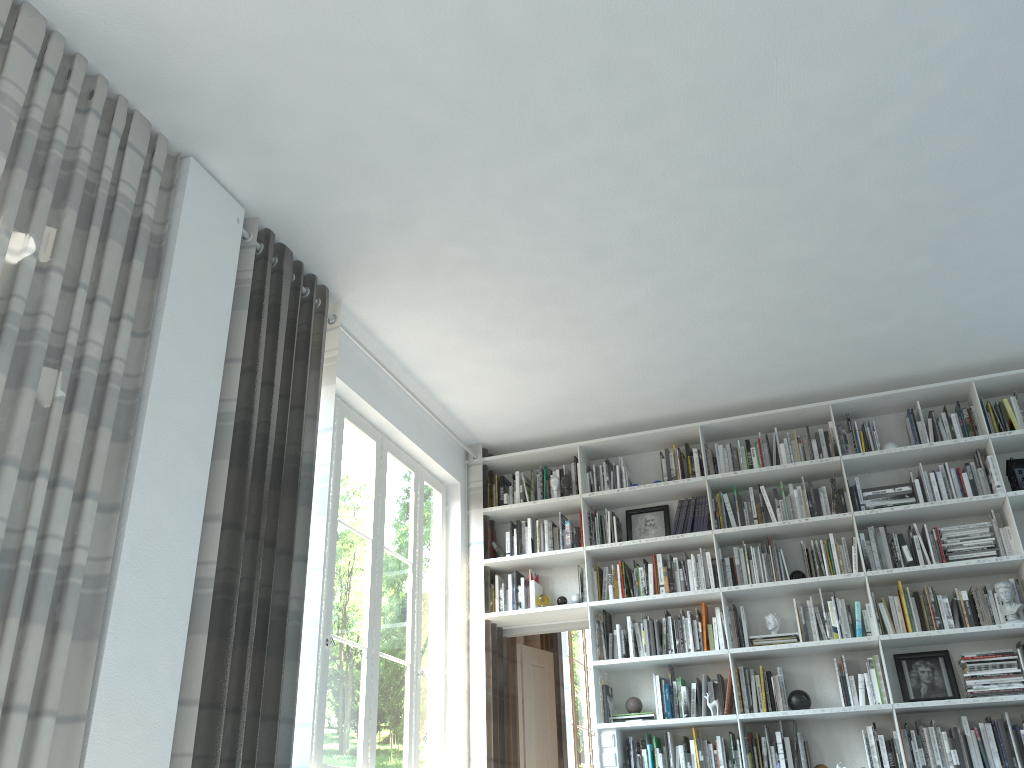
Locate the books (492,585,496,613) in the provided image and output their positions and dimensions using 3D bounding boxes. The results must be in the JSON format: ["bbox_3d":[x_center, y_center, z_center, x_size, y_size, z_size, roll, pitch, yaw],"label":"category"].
[{"bbox_3d":[-0.102,1.509,6.100,0.013,0.221,0.163,-10,-28,17],"label":"books"}]

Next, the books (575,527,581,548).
[{"bbox_3d":[0.471,1.091,6.083,0.026,0.187,0.155,-10,-28,17],"label":"books"}]

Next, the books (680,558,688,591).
[{"bbox_3d":[1.133,1.268,5.746,0.035,0.259,0.131,-10,-28,17],"label":"books"}]

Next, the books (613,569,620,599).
[{"bbox_3d":[0.710,1.353,5.854,0.030,0.228,0.173,-10,-28,17],"label":"books"}]

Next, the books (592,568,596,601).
[{"bbox_3d":[0.570,1.375,5.915,0.012,0.253,0.161,-10,-28,17],"label":"books"}]

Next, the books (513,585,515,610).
[{"bbox_3d":[0.043,1.497,6.077,0.023,0.213,0.141,-10,-28,17],"label":"books"}]

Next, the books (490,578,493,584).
[{"bbox_3d":[-0.130,1.486,6.108,0.011,0.271,0.189,-10,-28,17],"label":"books"}]

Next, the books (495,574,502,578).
[{"bbox_3d":[-0.083,1.480,6.133,0.013,0.301,0.135,-10,-28,17],"label":"books"}]

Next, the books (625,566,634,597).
[{"bbox_3d":[0.791,1.333,5.842,0.047,0.248,0.134,-10,-28,17],"label":"books"}]

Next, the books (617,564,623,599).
[{"bbox_3d":[0.731,1.338,5.851,0.014,0.251,0.188,-10,-28,17],"label":"books"}]

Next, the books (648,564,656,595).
[{"bbox_3d":[0.924,1.312,5.797,0.047,0.237,0.163,-10,-28,17],"label":"books"}]

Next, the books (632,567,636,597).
[{"bbox_3d":[0.821,1.339,5.833,0.012,0.229,0.150,-10,-28,17],"label":"books"}]

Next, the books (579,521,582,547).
[{"bbox_3d":[0.494,1.073,6.100,0.014,0.234,0.144,-10,-28,17],"label":"books"}]

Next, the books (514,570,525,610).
[{"bbox_3d":[0.056,1.439,6.055,0.013,0.295,0.188,-10,-28,17],"label":"books"}]

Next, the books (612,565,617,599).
[{"bbox_3d":[0.692,1.344,5.871,0.010,0.261,0.151,-10,-28,17],"label":"books"}]

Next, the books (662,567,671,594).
[{"bbox_3d":[1.015,1.302,5.736,0.029,0.194,0.193,-10,-28,17],"label":"books"}]

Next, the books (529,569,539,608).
[{"bbox_3d":[0.153,1.428,6.041,0.013,0.297,0.179,-10,-28,17],"label":"books"}]

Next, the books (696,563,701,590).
[{"bbox_3d":[1.213,1.272,5.700,0.013,0.205,0.173,-10,-28,17],"label":"books"}]

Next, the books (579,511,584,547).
[{"bbox_3d":[0.502,1.039,6.099,0.014,0.292,0.173,-10,-28,17],"label":"books"}]

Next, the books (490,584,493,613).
[{"bbox_3d":[-0.115,1.508,6.104,0.013,0.227,0.180,-10,-28,17],"label":"books"}]

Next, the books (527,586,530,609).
[{"bbox_3d":[0.142,1.488,6.040,0.029,0.190,0.135,-10,-28,17],"label":"books"}]

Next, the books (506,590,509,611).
[{"bbox_3d":[-0.003,1.519,6.085,0.029,0.184,0.135,-10,-28,17],"label":"books"}]

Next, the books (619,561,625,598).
[{"bbox_3d":[0.747,1.325,5.856,0.020,0.279,0.165,-10,-28,17],"label":"books"}]

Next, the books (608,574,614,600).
[{"bbox_3d":[0.671,1.370,5.847,0.026,0.194,0.176,-10,-28,17],"label":"books"}]

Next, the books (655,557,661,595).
[{"bbox_3d":[0.964,1.282,5.777,0.023,0.270,0.187,-10,-28,17],"label":"books"}]

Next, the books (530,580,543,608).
[{"bbox_3d":[0.170,1.457,6.004,0.029,0.210,0.188,-10,-28,17],"label":"books"}]

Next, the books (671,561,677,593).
[{"bbox_3d":[1.064,1.284,5.744,0.013,0.231,0.172,-10,-28,17],"label":"books"}]

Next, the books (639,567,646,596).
[{"bbox_3d":[0.872,1.327,5.799,0.031,0.216,0.173,-10,-28,17],"label":"books"}]

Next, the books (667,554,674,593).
[{"bbox_3d":[1.049,1.269,5.771,0.025,0.284,0.162,-10,-28,17],"label":"books"}]

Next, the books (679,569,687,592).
[{"bbox_3d":[1.111,1.302,5.731,0.022,0.185,0.137,-10,-28,17],"label":"books"}]

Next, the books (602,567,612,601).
[{"bbox_3d":[0.636,1.360,5.894,0.062,0.257,0.153,-10,-28,17],"label":"books"}]

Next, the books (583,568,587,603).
[{"bbox_3d":[0.509,1.384,5.945,0.044,0.267,0.134,-10,-28,17],"label":"books"}]

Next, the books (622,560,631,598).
[{"bbox_3d":[0.758,1.319,5.842,0.011,0.276,0.165,-10,-28,17],"label":"books"}]

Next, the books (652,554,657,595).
[{"bbox_3d":[0.953,1.279,5.805,0.014,0.302,0.152,-10,-28,17],"label":"books"}]

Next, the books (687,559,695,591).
[{"bbox_3d":[1.167,1.263,5.708,0.030,0.229,0.173,-10,-28,17],"label":"books"}]

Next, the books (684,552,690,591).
[{"bbox_3d":[1.148,1.247,5.729,0.012,0.279,0.189,-10,-28,17],"label":"books"}]

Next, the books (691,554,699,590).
[{"bbox_3d":[1.191,1.244,5.707,0.022,0.262,0.175,-10,-28,17],"label":"books"}]

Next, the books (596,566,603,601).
[{"bbox_3d":[0.596,1.358,5.893,0.012,0.262,0.181,-10,-28,17],"label":"books"}]

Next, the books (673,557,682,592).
[{"bbox_3d":[1.087,1.274,5.757,0.029,0.259,0.158,-10,-28,17],"label":"books"}]

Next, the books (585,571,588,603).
[{"bbox_3d":[0.532,1.375,5.880,0.021,0.223,0.232,-10,-28,17],"label":"books"}]

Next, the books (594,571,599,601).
[{"bbox_3d":[0.583,1.378,5.898,0.022,0.231,0.152,-10,-28,17],"label":"books"}]

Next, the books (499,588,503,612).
[{"bbox_3d":[-0.045,1.513,6.084,0.029,0.196,0.161,-10,-28,17],"label":"books"}]

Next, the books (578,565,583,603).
[{"bbox_3d":[0.475,1.373,5.939,0.012,0.283,0.160,-10,-28,17],"label":"books"}]

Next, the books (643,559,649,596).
[{"bbox_3d":[0.893,1.301,5.809,0.014,0.271,0.181,-10,-28,17],"label":"books"}]

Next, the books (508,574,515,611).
[{"bbox_3d":[0.014,1.464,6.085,0.022,0.280,0.157,-10,-28,17],"label":"books"}]

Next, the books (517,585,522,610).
[{"bbox_3d":[0.079,1.488,6.038,0.024,0.192,0.181,-10,-28,17],"label":"books"}]

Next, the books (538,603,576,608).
[{"bbox_3d":[0.334,1.504,5.941,0.285,0.012,0.160,-12,-29,19],"label":"books"}]

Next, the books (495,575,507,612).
[{"bbox_3d":[-0.073,1.477,6.104,0.023,0.280,0.171,-10,-28,17],"label":"books"}]

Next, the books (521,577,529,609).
[{"bbox_3d":[0.104,1.454,6.023,0.021,0.235,0.189,-10,-28,17],"label":"books"}]

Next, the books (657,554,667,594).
[{"bbox_3d":[0.987,1.269,5.768,0.030,0.284,0.186,-10,-28,17],"label":"books"}]

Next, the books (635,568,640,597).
[{"bbox_3d":[0.840,1.333,5.809,0.014,0.217,0.165,-10,-28,17],"label":"books"}]

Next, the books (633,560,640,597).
[{"bbox_3d":[0.830,1.314,5.837,0.012,0.276,0.151,-10,-28,17],"label":"books"}]

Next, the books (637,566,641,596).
[{"bbox_3d":[0.854,1.328,5.813,0.011,0.228,0.171,-10,-28,17],"label":"books"}]

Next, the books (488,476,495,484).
[{"bbox_3d":[-0.160,0.829,6.465,0.012,0.306,0.181,-10,-28,17],"label":"books"}]

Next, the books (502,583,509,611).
[{"bbox_3d":[-0.030,1.496,6.077,0.010,0.219,0.182,-10,-28,17],"label":"books"}]

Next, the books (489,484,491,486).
[{"bbox_3d":[-0.144,0.862,6.458,0.011,0.240,0.151,-10,-28,17],"label":"books"}]
